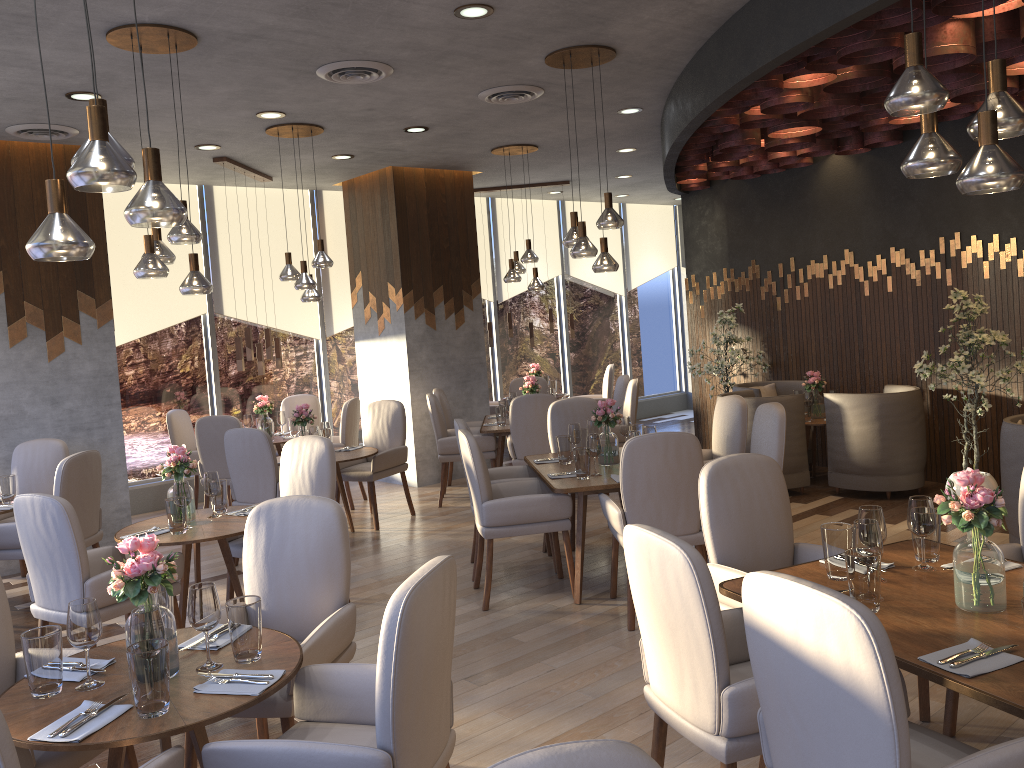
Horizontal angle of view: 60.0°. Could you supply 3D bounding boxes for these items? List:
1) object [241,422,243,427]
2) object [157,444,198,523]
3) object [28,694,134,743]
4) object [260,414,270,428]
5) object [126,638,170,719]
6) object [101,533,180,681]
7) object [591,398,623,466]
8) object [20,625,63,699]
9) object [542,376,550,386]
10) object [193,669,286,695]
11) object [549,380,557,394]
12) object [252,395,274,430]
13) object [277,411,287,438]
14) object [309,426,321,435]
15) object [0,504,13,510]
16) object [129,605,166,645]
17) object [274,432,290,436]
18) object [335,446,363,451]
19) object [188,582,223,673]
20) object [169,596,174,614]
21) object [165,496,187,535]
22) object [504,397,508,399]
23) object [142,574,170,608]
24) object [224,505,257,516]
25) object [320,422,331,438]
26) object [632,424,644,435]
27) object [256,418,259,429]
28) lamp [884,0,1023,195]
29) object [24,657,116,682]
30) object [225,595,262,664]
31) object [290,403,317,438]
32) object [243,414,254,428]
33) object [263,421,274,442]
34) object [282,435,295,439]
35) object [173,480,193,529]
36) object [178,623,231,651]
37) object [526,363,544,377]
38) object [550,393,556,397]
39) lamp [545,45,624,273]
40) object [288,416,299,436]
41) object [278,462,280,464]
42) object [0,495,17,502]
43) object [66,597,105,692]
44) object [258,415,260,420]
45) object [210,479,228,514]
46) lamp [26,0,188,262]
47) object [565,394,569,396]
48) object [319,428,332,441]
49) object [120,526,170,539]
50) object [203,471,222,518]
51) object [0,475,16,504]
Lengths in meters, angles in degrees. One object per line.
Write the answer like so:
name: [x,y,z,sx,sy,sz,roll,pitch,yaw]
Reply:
object: [-2.550,0.452,8.235,0.102,0.178,0.102,-4,3,-2]
object: [-1.777,0.530,4.747,0.210,0.415,0.198,-3,3,22]
object: [-1.095,0.856,2.288,0.157,0.019,0.255,-3,4,14]
object: [-2.284,0.403,8.198,0.092,0.244,0.092,-3,3,24]
object: [-0.935,0.764,2.295,0.102,0.178,0.102,-5,3,-10]
object: [-1.053,0.636,2.548,0.210,0.415,0.198,-7,4,-43]
object: [0.598,0.299,5.543,0.210,0.415,0.198,-4,3,7]
object: [-1.307,0.778,2.476,0.102,0.178,0.102,-2,4,44]
object: [0.412,0.023,10.719,0.092,0.244,0.092,-2,3,40]
object: [-0.775,0.820,2.464,0.255,0.019,0.158,-3,4,15]
object: [0.500,0.045,10.788,0.102,0.178,0.102,-2,3,35]
object: [-2.336,0.309,8.365,0.210,0.415,0.198,-6,3,-28]
object: [-2.176,0.381,8.393,0.092,0.244,0.092,-4,3,9]
object: [-1.513,0.447,6.813,0.092,0.244,0.092,-2,3,44]
object: [-3.230,0.774,5.586,0.255,0.019,0.158,-4,4,6]
object: [-0.980,0.727,2.394,0.092,0.244,0.092,-3,3,34]
object: [-2.255,0.483,8.620,0.157,0.019,0.255,-3,4,10]
object: [-1.333,0.521,7.158,0.157,0.019,0.255,-2,5,25]
object: [-0.892,0.707,2.584,0.092,0.244,0.092,-4,3,-5]
object: [-1.128,0.740,2.825,0.102,0.178,0.102,-6,3,-35]
object: [-1.684,0.663,4.455,0.102,0.178,0.102,-4,3,-1]
object: [0.023,0.163,10.735,0.255,0.019,0.158,-4,4,2]
object: [-1.096,0.712,2.720,0.092,0.244,0.092,-2,3,44]
object: [-1.463,0.696,4.876,0.157,0.019,0.255,-1,5,34]
object: [-1.484,0.426,7.069,0.092,0.244,0.092,-4,3,6]
object: [0.845,0.363,5.996,0.102,0.178,0.102,-6,4,-40]
object: [-2.425,0.417,8.596,0.102,0.178,0.102,-6,3,-34]
lamp: [1.258,-1.200,2.550,0.439,1.324,0.440,-4,2,-1]
object: [-1.300,0.846,2.646,0.255,0.019,0.158,-3,4,18]
object: [-0.789,0.730,2.627,0.102,0.178,0.102,-4,3,11]
object: [-1.634,0.360,6.950,0.210,0.415,0.198,-4,3,7]
object: [-2.463,0.409,8.295,0.092,0.244,0.092,-3,3,27]
object: [-2.222,0.438,8.107,0.102,0.178,0.102,-3,3,30]
object: [-2.041,0.491,8.289,0.255,0.019,0.158,-4,4,6]
object: [-1.694,0.623,4.562,0.092,0.244,0.092,-2,3,36]
object: [-0.956,0.807,2.825,0.157,0.019,0.255,-3,4,19]
object: [0.289,-0.041,10.552,0.210,0.415,0.198,-3,3,27]
object: [0.369,0.212,8.115,0.092,0.244,0.092,-7,4,-44]
lamp: [0.468,-1.354,5.477,0.440,1.324,0.439,-6,3,-35]
object: [-2.080,0.402,8.449,0.102,0.178,0.102,-6,3,-37]
object: [-1.645,0.575,6.730,0.157,0.019,0.255,-2,5,24]
object: [-3.427,0.765,5.910,0.157,0.019,0.255,-3,4,10]
object: [-1.206,0.736,2.510,0.092,0.244,0.092,-3,3,15]
object: [-2.379,0.388,8.497,0.092,0.244,0.092,-6,3,-32]
object: [-1.628,0.625,4.921,0.102,0.178,0.102,-5,3,-20]
lamp: [-1.175,-1.017,2.476,0.439,1.324,0.440,-2,3,43]
object: [0.560,0.131,10.634,0.255,0.019,0.158,-4,4,-2]
object: [-1.504,0.452,7.178,0.102,0.178,0.102,-2,4,41]
object: [-1.838,0.750,4.503,0.157,0.019,0.255,-2,5,33]
object: [-1.626,0.600,4.811,0.092,0.244,0.092,-4,3,14]
object: [-3.269,0.685,5.746,0.102,0.178,0.102,-3,3,22]
